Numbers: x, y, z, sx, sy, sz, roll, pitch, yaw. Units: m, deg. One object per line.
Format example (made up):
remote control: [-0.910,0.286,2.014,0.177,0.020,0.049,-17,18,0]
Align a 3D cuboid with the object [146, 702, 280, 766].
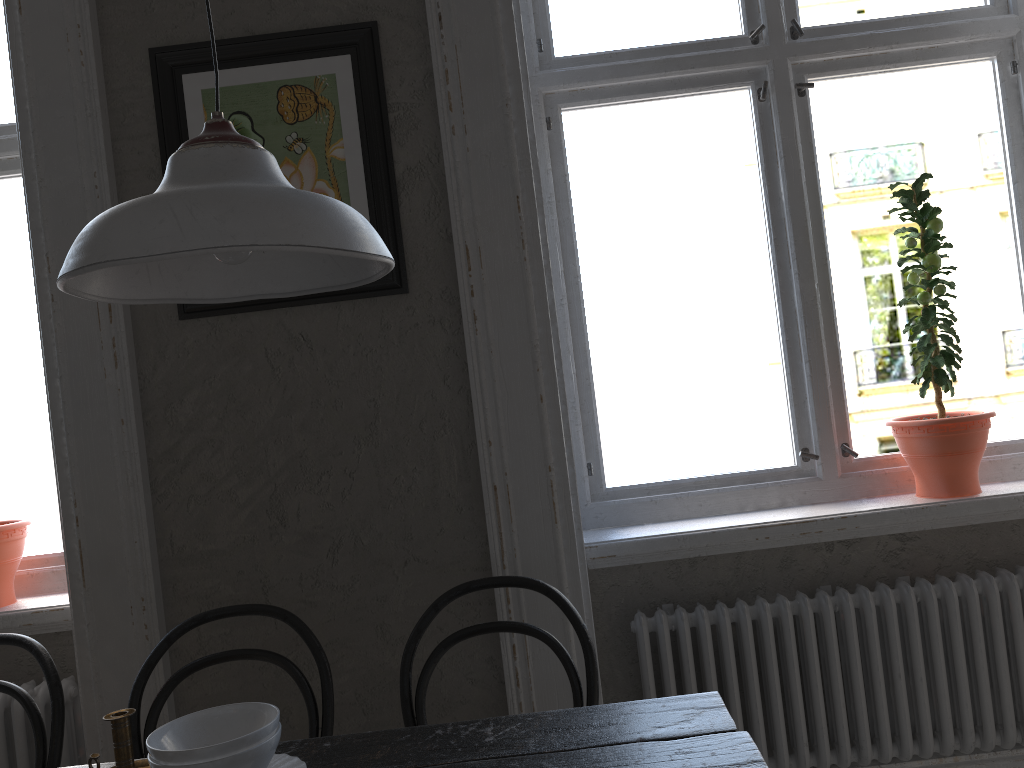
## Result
object: [-0.420,0.533,1.264,0.180,0.094,0.178,-7,-1,-7]

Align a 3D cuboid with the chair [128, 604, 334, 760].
chair: [-0.514,0.912,1.581,0.438,0.920,0.549,-7,-1,-1]

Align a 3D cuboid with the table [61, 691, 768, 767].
table: [-0.549,1.001,1.097,1.918,0.735,0.905,-7,-1,1]

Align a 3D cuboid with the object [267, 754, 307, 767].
object: [-0.413,0.589,1.263,0.234,0.027,0.241,-7,-1,24]

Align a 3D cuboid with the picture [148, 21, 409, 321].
picture: [-0.526,-0.481,1.994,0.521,0.619,0.020,-7,-1,0]

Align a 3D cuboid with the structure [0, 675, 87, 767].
structure: [-1.610,0.992,2.155,1.224,0.428,0.148,-7,-1,-2]

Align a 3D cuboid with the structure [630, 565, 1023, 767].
structure: [0.905,0.694,2.140,1.224,0.428,0.148,-7,-1,-2]

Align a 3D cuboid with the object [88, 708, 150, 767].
object: [-0.632,0.593,1.441,0.141,0.112,0.138,-6,-1,-16]

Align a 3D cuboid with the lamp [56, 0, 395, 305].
lamp: [-0.440,-1.042,1.078,0.377,1.858,0.382,-7,-1,9]

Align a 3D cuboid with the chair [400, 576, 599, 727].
chair: [-0.032,0.855,1.560,0.433,0.920,0.555,-7,-1,14]

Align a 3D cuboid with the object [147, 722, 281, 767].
object: [-0.417,0.553,1.264,0.180,0.094,0.178,-7,-1,-7]

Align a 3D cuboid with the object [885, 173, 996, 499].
object: [1.063,-0.125,2.258,0.255,0.813,0.265,-7,-1,29]

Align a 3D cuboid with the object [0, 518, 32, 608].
object: [-1.414,0.081,2.263,0.264,0.991,0.276,-7,-1,41]

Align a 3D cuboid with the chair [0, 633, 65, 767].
chair: [-1.066,0.978,1.581,0.435,0.920,0.553,-7,-1,9]
